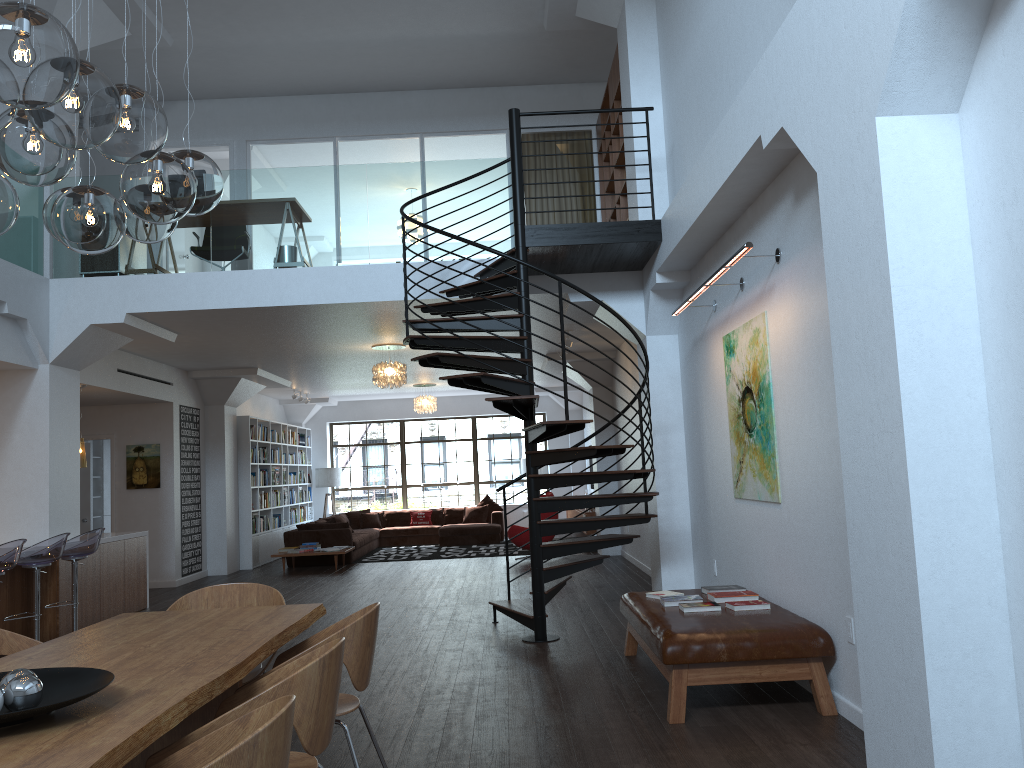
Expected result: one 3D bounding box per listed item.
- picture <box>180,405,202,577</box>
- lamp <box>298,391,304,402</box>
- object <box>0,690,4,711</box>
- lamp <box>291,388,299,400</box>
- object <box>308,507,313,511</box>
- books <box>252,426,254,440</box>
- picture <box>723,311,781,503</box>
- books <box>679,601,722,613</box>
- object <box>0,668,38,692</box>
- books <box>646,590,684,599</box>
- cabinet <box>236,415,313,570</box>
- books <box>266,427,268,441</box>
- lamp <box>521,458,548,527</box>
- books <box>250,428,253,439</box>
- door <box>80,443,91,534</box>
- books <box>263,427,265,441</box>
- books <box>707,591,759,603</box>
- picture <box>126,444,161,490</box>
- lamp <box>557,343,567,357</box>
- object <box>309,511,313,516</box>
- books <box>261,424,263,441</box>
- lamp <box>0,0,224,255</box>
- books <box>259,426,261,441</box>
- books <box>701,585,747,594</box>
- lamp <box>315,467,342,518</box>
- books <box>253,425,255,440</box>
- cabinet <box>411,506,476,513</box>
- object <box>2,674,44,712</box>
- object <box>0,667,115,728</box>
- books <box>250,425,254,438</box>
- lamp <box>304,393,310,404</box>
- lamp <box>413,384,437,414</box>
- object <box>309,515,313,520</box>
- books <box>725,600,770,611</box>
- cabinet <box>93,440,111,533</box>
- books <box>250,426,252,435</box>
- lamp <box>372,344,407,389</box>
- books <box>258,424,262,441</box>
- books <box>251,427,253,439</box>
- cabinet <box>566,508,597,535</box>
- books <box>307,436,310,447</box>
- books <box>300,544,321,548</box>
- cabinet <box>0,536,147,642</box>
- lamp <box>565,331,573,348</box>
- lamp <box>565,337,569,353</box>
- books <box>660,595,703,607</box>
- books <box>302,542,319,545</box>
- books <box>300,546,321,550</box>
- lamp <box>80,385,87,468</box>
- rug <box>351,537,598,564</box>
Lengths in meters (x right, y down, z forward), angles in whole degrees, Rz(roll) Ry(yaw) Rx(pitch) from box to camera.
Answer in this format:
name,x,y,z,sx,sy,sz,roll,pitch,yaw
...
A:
name,x,y,z,sx,sy,sz,roll,pitch,yaw
picture,-4.592,1.512,12.702,0.021,2.380,0.800,-3,-6,0
lamp,-3.899,0.228,16.384,0.120,0.211,0.111,2,-7,-41
object,-1.371,0.825,2.291,0.100,0.100,0.100,-8,-8,44
lamp,-3.896,0.179,15.881,0.111,0.211,0.120,-6,-7,33
object,-4.293,2.575,18.189,0.316,0.088,0.410,-3,-6,-1
books,-4.271,0.802,14.384,0.161,0.222,0.084,-3,-6,-1
picture,1.620,0.189,6.061,0.010,1.200,1.095,-3,-6,-1
books,1.131,1.344,5.344,0.224,0.032,0.161,-3,-6,-1
object,-1.362,0.838,2.451,0.100,0.100,0.100,-8,-8,44
books,1.020,1.410,5.924,0.161,0.031,0.223,0,-6,-23
cabinet,-4.366,1.930,16.224,0.461,2.414,4.500,-3,-6,-1
books,-4.280,0.867,15.195,0.182,0.255,0.077,-3,-6,-1
lamp,0.498,2.331,18.459,0.545,1.579,0.545,-4,-6,10
books,-4.281,0.800,14.284,0.167,0.210,0.162,-3,-6,-1
door,-6.506,1.885,12.829,0.826,2.032,0.174,-3,-6,-1
books,-4.273,0.850,15.006,0.182,0.253,0.098,-3,-6,-1
books,1.408,1.357,5.652,0.283,0.043,0.197,-3,-6,-1
picture,-5.024,1.125,12.083,0.450,0.600,0.030,-3,-6,-1
lamp,0.675,-0.444,11.786,0.111,0.211,0.120,-6,-7,33
object,-4.281,2.661,18.180,0.331,0.088,0.410,-3,-6,-1
books,-4.290,0.822,14.905,0.197,0.290,0.136,-3,-6,-1
lamp,-1.515,-1.537,2.929,0.849,2.140,1.787,-3,-6,-2
books,-4.278,0.830,14.753,0.174,0.242,0.105,-3,-6,-1
books,1.425,1.389,5.970,0.254,0.044,0.183,-2,-6,-6
lamp,-3.810,2.546,18.509,0.545,1.579,0.545,-2,-6,-12
books,-4.279,0.794,14.459,0.170,0.251,0.118,-3,-6,-1
cabinet,-1.502,2.918,18.556,1.520,0.625,0.350,-3,-6,-1
object,-1.305,0.827,2.368,0.100,0.100,0.100,-8,-8,44
object,-1.391,0.860,2.381,0.592,0.066,0.592,2,-8,-43
books,-4.281,0.792,14.415,0.159,0.248,0.089,-3,-6,-1
lamp,-3.903,0.278,16.901,0.120,0.211,0.111,0,-6,-26
lamp,-1.599,0.282,16.321,0.441,0.539,0.442,-8,-7,41
object,-4.277,2.749,18.172,0.331,0.088,0.410,-3,-6,-1
books,1.414,1.329,5.322,0.224,0.036,0.161,-2,-6,-6
cabinet,-6.759,1.494,13.521,0.527,2.991,2.630,-3,-6,-1
books,-4.272,0.788,14.194,0.182,0.215,0.188,-3,-6,-1
lamp,-1.559,-0.212,11.284,0.441,0.539,0.442,-8,-7,41
books,-4.286,0.815,14.842,0.176,0.293,0.125,-3,-6,-1
books,-4.273,0.801,14.349,0.161,0.218,0.101,-3,-6,-1
cabinet,1.375,2.410,16.222,0.459,0.350,4.501,-3,-6,-1
books,-4.301,1.202,18.510,0.140,0.231,0.042,-3,-6,-1
books,-3.137,2.521,13.804,0.279,0.035,0.191,-4,-6,9
cabinet,-4.546,1.917,7.751,0.898,0.796,4.493,-3,-6,-1
lamp,0.682,-0.544,10.767,0.120,0.211,0.111,0,-6,-26
lamp,0.678,-0.493,11.283,0.120,0.211,0.111,2,-7,-41
books,1.072,1.371,5.607,0.247,0.040,0.185,-3,-6,2
books,-3.133,2.489,13.805,0.224,0.027,0.157,-3,-6,4
books,-3.130,2.556,13.797,0.312,0.037,0.216,-2,-6,-11
lamp,-4.726,0.463,9.694,0.149,0.900,0.149,-8,-8,44
rug,-0.519,2.887,15.541,4.200,0.007,3.100,-3,-6,1
